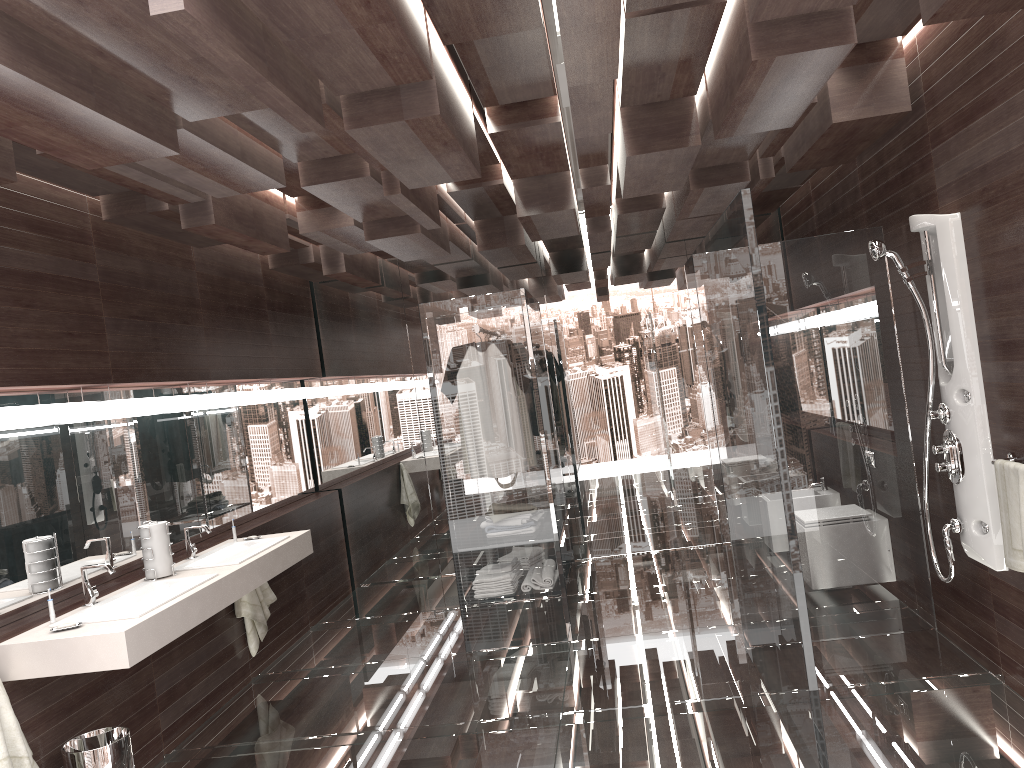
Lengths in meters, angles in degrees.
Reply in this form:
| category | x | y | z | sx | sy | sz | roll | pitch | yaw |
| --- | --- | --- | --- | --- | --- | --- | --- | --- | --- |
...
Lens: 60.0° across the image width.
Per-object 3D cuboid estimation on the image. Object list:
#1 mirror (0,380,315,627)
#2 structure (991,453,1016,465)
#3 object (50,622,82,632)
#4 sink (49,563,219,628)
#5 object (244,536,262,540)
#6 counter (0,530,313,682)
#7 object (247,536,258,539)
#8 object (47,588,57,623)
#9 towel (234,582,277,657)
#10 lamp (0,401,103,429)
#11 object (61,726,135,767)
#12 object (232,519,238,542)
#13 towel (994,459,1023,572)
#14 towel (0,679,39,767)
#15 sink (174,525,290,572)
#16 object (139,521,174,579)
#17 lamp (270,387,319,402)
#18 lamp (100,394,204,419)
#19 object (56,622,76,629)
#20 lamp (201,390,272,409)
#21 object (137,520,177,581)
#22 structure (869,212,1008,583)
| category | x | y | z | sx | sy | sz | roll | pitch | yaw |
| --- | --- | --- | --- | --- | --- | --- | --- | --- | --- |
| mirror | 0.101 | 0.193 | 4.422 | 4.126 | 0.916 | 5.081 | -8 | 0 | 6 |
| structure | 1.835 | 0.298 | 3.159 | 0.071 | 0.061 | 0.455 | -8 | 0 | 6 |
| object | -1.633 | 0.894 | 3.251 | 0.108 | 0.011 | 0.065 | -8 | 0 | -16 |
| sink | -1.564 | 0.822 | 3.642 | 0.427 | 0.193 | 0.681 | -8 | 0 | 6 |
| object | -1.446 | 0.862 | 4.939 | 0.108 | 0.011 | 0.065 | -8 | 0 | 27 |
| counter | -1.479 | 0.941 | 4.087 | 0.488 | 0.131 | 1.954 | -8 | 0 | 6 |
| object | -1.446 | 0.855 | 4.939 | 0.066 | 0.016 | 0.035 | -8 | 0 | 26 |
| object | -1.769 | 0.851 | 3.404 | 0.022 | 0.132 | 0.022 | -8 | 0 | -12 |
| towel | -1.485 | 1.228 | 5.147 | 0.156 | 0.678 | 0.368 | -8 | 0 | 6 |
| lamp | -1.974 | 0.130 | 3.604 | 0.082 | 0.082 | 0.950 | -8 | 0 | 6 |
| object | -1.542 | 1.513 | 3.339 | 0.237 | 0.358 | 0.237 | -8 | 0 | 38 |
| object | -1.541 | 0.814 | 4.919 | 0.022 | 0.132 | 0.022 | -8 | 0 | 43 |
| towel | 1.829 | 0.488 | 3.160 | 0.097 | 0.414 | 0.352 | -8 | 0 | -1 |
| towel | -1.712 | 1.267 | 3.014 | 0.156 | 0.678 | 0.368 | -8 | 0 | 6 |
| sink | -1.469 | 0.806 | 4.536 | 0.427 | 0.193 | 0.681 | -8 | 0 | 6 |
| object | -1.645 | 0.768 | 4.107 | 0.124 | 0.246 | 0.128 | -8 | 0 | -13 |
| lamp | -1.649 | 0.075 | 6.662 | 0.082 | 0.082 | 0.950 | -8 | 0 | 6 |
| lamp | -1.865 | 0.112 | 4.626 | 0.082 | 0.082 | 0.950 | -8 | 0 | 6 |
| object | -1.633 | 0.887 | 3.250 | 0.066 | 0.016 | 0.035 | -8 | 0 | -17 |
| lamp | -1.756 | 0.093 | 5.658 | 0.082 | 0.082 | 0.950 | -8 | 0 | 6 |
| object | -1.650 | 0.767 | 4.113 | 0.145 | 0.261 | 0.136 | -8 | 0 | -40 |
| structure | 1.790 | 0.072 | 3.736 | 0.354 | 1.560 | 0.323 | -8 | 0 | 27 |
